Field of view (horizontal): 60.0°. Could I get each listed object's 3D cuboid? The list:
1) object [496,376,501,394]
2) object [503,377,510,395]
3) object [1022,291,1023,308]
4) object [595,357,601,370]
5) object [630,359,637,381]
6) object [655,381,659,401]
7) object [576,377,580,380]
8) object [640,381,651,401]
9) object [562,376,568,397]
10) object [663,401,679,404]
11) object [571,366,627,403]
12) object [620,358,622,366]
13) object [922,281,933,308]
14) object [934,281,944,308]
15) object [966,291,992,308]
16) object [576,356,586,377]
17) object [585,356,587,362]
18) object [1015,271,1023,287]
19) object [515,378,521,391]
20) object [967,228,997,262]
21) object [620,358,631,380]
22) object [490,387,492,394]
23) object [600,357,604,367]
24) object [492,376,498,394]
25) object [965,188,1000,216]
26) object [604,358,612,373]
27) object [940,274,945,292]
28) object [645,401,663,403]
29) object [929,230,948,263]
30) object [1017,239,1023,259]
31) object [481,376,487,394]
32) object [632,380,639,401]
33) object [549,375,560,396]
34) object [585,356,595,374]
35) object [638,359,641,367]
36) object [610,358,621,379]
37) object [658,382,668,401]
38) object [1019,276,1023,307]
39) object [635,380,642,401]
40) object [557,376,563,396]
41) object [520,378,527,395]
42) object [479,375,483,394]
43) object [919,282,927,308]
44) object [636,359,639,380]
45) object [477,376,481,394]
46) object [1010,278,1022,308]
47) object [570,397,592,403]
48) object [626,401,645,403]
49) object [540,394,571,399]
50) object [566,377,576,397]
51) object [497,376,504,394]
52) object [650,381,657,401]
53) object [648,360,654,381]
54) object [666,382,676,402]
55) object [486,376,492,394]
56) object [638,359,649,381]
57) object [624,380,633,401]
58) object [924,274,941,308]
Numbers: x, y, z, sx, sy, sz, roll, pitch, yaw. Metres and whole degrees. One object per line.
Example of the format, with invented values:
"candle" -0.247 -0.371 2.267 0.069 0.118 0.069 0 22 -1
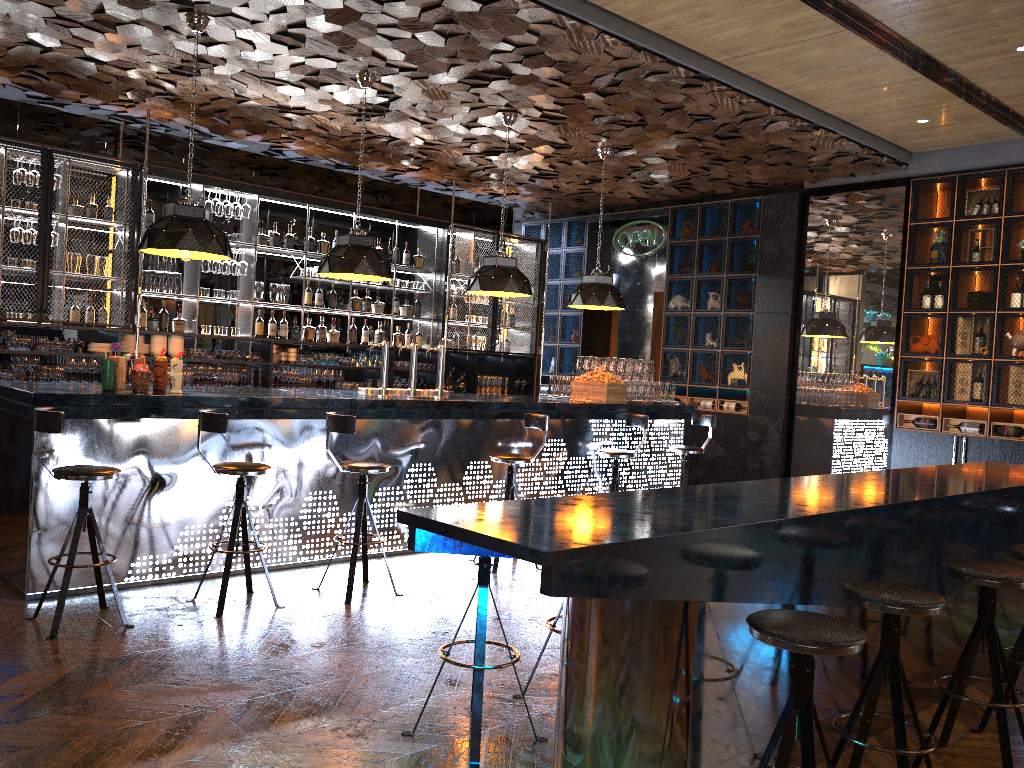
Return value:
"object" -0.172 0.018 11.225 0.079 0.231 0.079 4 2 28
"object" -0.072 0.025 11.196 0.079 0.231 0.079 5 2 44
"object" 4.703 -0.818 8.075 0.091 0.332 0.091 3 1 1
"object" 0.843 -0.167 8.879 0.105 0.209 0.105 3 1 -17
"object" 1.152 -0.140 8.556 0.105 0.209 0.105 3 1 -17
"object" 1.479 0.080 8.992 0.105 0.209 0.105 3 1 -17
"object" 0.658 0.039 8.661 0.105 0.209 0.105 4 1 23
"object" 1.304 0.076 8.635 0.105 0.209 0.105 3 1 -17
"object" 0.541 0.031 8.717 0.105 0.209 0.105 3 1 -17
"object" 1.450 0.173 8.979 0.273 0.019 0.437 2 2 -42
"object" 0.840 0.000 8.363 0.340 0.332 0.464 2 2 -39
"object" 1.082 -0.147 8.651 0.105 0.209 0.105 3 1 -17
"object" 4.082 -0.854 8.710 0.088 0.306 0.088 2 2 -34
"object" 4.165 -0.848 8.638 0.088 0.306 0.088 2 2 -34
"object" 4.425 -0.775 8.373 0.182 0.187 0.187 3 1 -7
"object" 0.694 -0.176 8.894 0.105 0.209 0.105 3 1 -17
"object" 0.773 -0.173 8.974 0.105 0.209 0.105 3 1 -17
"object" 4.744 -0.846 8.209 0.132 0.390 0.122 5 2 42
"object" 0.057 0.033 11.304 0.101 0.227 0.101 4 2 25
"object" 4.449 -1.279 8.380 0.119 0.352 0.222 2 2 -42
"object" 1.088 -0.143 8.491 0.105 0.209 0.105 3 1 -17
"object" -0.244 0.016 11.162 0.079 0.231 0.079 2 2 -41
"object" 0.897 -0.168 9.091 0.105 0.209 0.105 3 1 -17
"object" -0.216 0.020 11.066 0.079 0.231 0.079 3 1 -16
"object" 4.516 -1.685 8.401 0.152 0.297 0.361 2 2 -44
"object" 0.982 -0.161 9.011 0.105 0.209 0.105 3 1 -17
"object" 4.302 -0.886 8.730 0.144 0.392 0.116 5 2 43
"object" 1.251 0.166 8.781 0.273 0.019 0.437 2 2 -42
"object" 4.227 -1.318 8.698 0.222 0.390 0.224 4 2 32
"object" 4.687 -1.233 8.042 0.229 0.294 0.165 4 1 17
"object" -0.350 0.015 10.943 0.079 0.231 0.079 5 2 44
"object" 1.174 0.071 8.523 0.105 0.209 0.105 3 1 -17
"object" 0.414 0.022 8.764 0.105 0.209 0.105 3 1 -17
"object" 0.779 -0.169 8.814 0.105 0.209 0.105 3 1 -17
"object" 1.285 -0.140 8.847 0.105 0.209 0.105 3 1 -17
"object" 1.003 -0.150 8.571 0.105 0.209 0.105 3 1 -17
"object" 1.507 0.084 8.872 0.105 0.209 0.105 4 1 23
"object" 4.678 -0.829 8.161 0.254 0.345 0.100 2 2 -40
"object" 1.236 0.070 8.728 0.105 0.209 0.105 3 1 -17
"object" 0.495 0.025 8.847 0.105 0.209 0.105 3 1 -17
"object" 0.137 0.035 11.430 0.101 0.227 0.101 4 2 25
"object" -0.409 0.007 11.134 0.079 0.231 0.079 3 1 -10
"object" 4.100 -0.861 8.804 0.086 0.313 0.086 3 1 -4
"object" 1.206 -0.142 8.768 0.105 0.209 0.105 3 1 -17
"object" -0.425 0.012 10.873 0.079 0.231 0.079 3 1 -7
"object" 4.614 -0.814 8.107 0.086 0.313 0.086 3 1 1
"object" 0.636 0.147 8.059 0.198 0.045 0.377 3 1 -4
"object" 1.048 0.159 8.584 0.273 0.019 0.437 2 2 -42
"object" 0.513 0.125 8.705 0.273 0.019 0.437 2 2 -42
"object" 0.570 0.035 8.597 0.105 0.209 0.105 4 1 23
"object" -0.147 0.022 11.125 0.079 0.231 0.079 3 1 -7
"object" 1.377 0.078 8.719 0.105 0.209 0.105 3 1 -17
"object" 1.355 -0.133 8.752 0.105 0.209 0.105 3 1 -17
"object" 1.595 0.088 8.936 0.105 0.209 0.105 4 1 23
"object" -0.290 0.017 11.001 0.079 0.231 0.079 4 2 24
"object" 1.291 -0.135 8.688 0.105 0.209 0.105 3 1 -17
"object" 1.101 0.069 8.438 0.105 0.209 0.105 3 1 -17
"object" 4.213 -0.895 8.868 0.116 0.392 0.144 2 2 -37
